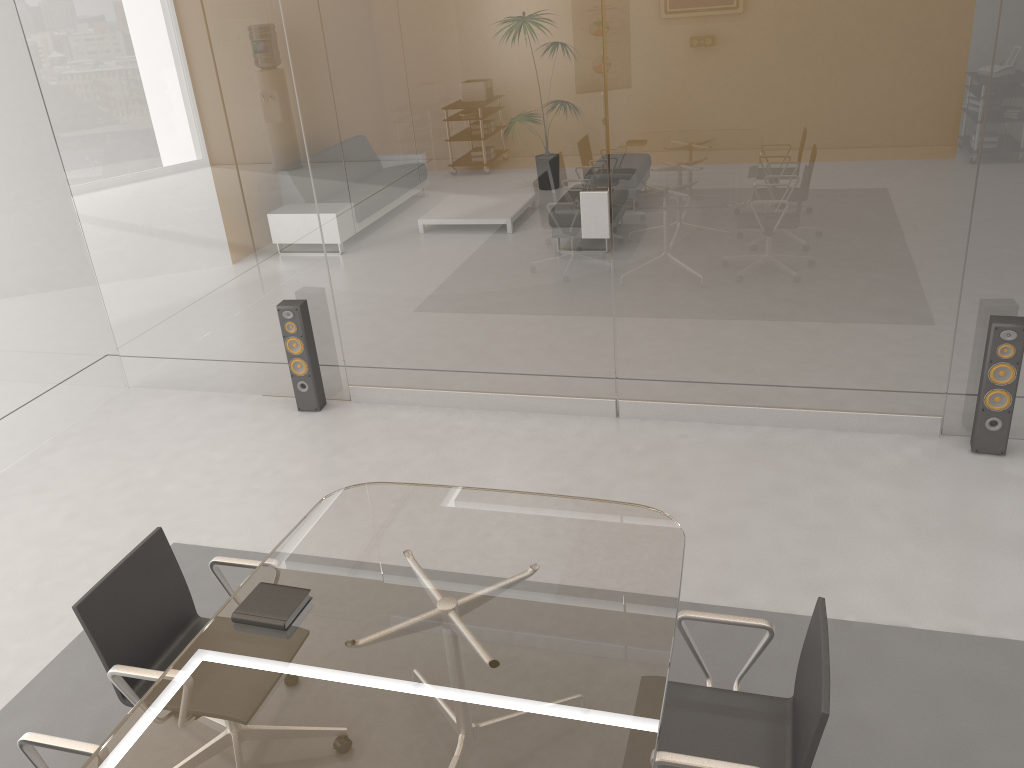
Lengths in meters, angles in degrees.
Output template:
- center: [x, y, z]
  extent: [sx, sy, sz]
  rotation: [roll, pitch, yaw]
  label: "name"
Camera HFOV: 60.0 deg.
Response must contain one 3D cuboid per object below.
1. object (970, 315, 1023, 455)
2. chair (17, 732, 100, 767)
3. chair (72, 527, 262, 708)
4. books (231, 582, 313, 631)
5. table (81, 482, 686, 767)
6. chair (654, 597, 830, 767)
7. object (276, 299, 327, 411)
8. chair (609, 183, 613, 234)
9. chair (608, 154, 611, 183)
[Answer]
- center: [2.388, 0.017, 4.356]
  extent: [0.152, 0.706, 0.124]
  rotation: [5, 27, 21]
  label: "object"
- center: [-1.227, 1.292, 2.246]
  extent: [0.710, 0.805, 0.731]
  rotation: [-5, 25, 1]
  label: "chair"
- center: [-0.938, 0.945, 2.925]
  extent: [0.710, 0.805, 0.731]
  rotation: [-5, 25, 1]
  label: "chair"
- center: [-0.721, 0.669, 2.671]
  extent: [0.183, 0.032, 0.164]
  rotation: [4, 27, 18]
  label: "books"
- center: [-0.417, 1.362, 2.032]
  extent: [1.372, 0.721, 3.054]
  rotation: [3, 26, 17]
  label: "table"
- center: [0.536, 1.021, 2.476]
  extent: [0.710, 0.805, 0.731]
  rotation: [-5, 25, 2]
  label: "chair"
- center: [-1.295, -0.166, 5.460]
  extent: [0.152, 0.706, 0.124]
  rotation: [1, 26, 12]
  label: "object"
- center: [0.747, -1.586, 8.398]
  extent: [0.575, 0.423, 1.012]
  rotation: [3, 26, 17]
  label: "chair"
- center: [1.159, -2.192, 9.600]
  extent: [0.575, 0.423, 1.012]
  rotation: [3, 26, 17]
  label: "chair"
